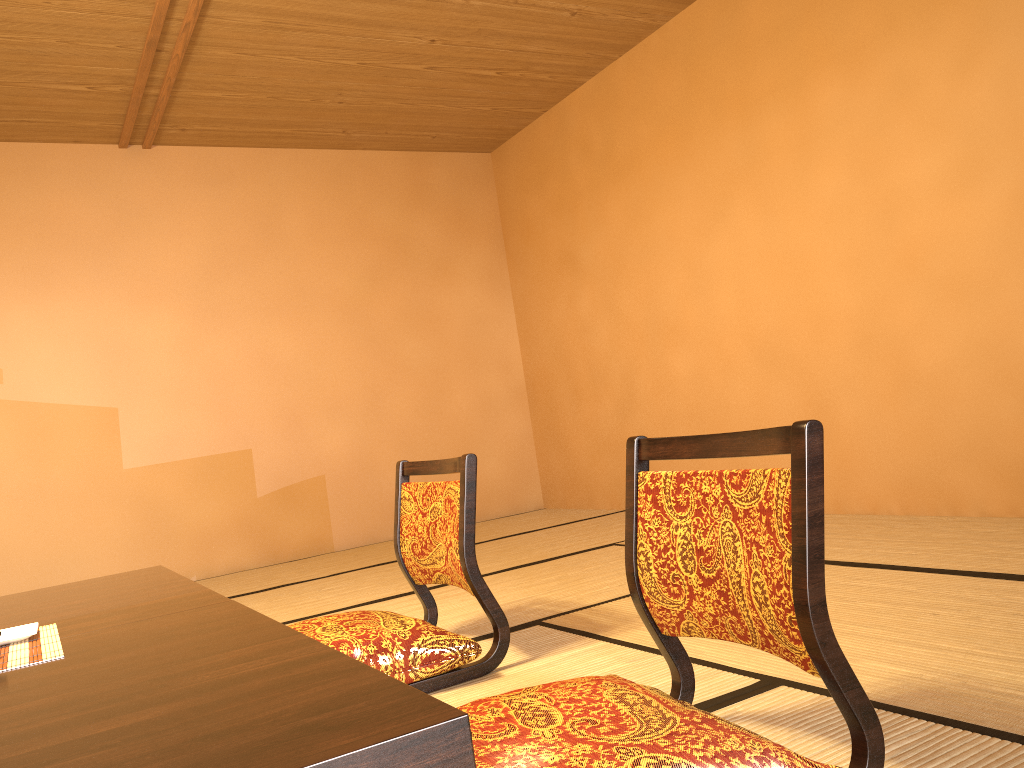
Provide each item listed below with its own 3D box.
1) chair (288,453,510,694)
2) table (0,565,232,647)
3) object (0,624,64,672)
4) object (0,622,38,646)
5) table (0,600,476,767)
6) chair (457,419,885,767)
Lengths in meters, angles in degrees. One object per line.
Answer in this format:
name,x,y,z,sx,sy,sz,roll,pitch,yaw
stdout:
chair,-0.443,0.503,2.269,0.698,0.546,0.583,-7,-2,-30
table,-1.158,0.685,1.827,0.993,0.356,0.996,-7,-3,-29
object,-0.937,0.451,1.401,0.400,0.003,0.399,-7,-3,-29
object,-0.915,0.445,1.523,0.180,0.014,0.130,-7,-3,-27
table,-0.680,0.573,0.960,0.993,0.356,0.996,-7,-3,-29
chair,0.084,0.379,1.324,0.686,0.546,0.583,-8,-2,-25
